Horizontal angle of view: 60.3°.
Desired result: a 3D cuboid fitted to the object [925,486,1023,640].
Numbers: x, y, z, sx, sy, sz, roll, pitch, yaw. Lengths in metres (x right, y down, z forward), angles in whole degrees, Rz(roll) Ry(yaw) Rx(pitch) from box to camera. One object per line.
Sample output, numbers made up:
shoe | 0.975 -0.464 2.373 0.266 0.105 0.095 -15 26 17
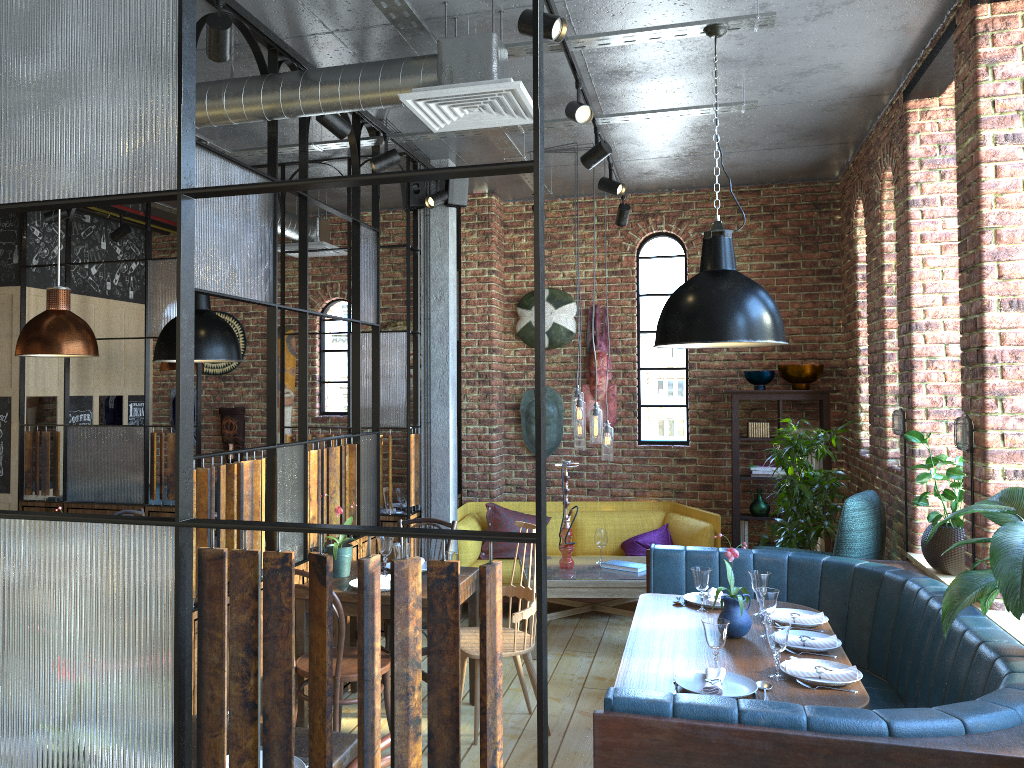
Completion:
object | 1.722 0.493 2.919 0.622 0.752 0.716 -1 -1 13

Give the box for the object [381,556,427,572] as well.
object | -0.562 0.965 4.705 0.334 0.051 0.261 0 0 18

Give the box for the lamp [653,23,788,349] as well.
lamp | 0.850 -0.820 3.656 0.552 1.327 0.506 -1 -2 32

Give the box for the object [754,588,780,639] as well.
object | 1.051 0.946 3.630 0.103 0.192 0.094 -2 -2 44

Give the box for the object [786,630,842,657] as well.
object | 1.170 1.015 3.528 0.277 0.051 0.315 0 0 17

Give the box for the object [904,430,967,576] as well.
object | 2.063 0.549 4.100 0.404 0.663 0.488 -2 -2 38

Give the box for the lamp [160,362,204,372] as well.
lamp | -2.794 -0.775 7.473 0.373 1.336 0.363 -1 -2 7

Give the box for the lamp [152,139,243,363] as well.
lamp | -1.882 -0.797 5.297 0.550 1.327 0.508 -1 -2 27

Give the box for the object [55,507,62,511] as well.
object | -2.131 0.783 4.162 0.140 0.427 0.211 1 -2 -42

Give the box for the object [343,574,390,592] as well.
object | -0.640 0.963 4.275 0.334 0.051 0.261 0 0 18

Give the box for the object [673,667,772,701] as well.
object | 0.711 1.015 2.994 0.334 0.051 0.261 0 0 18

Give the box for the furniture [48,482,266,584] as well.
furniture | -2.963 1.334 7.668 1.479 0.823 1.454 0 -1 14

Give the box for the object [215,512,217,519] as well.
object | -2.552 1.116 7.562 0.334 0.051 0.261 0 0 18

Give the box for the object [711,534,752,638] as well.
object | 0.921 0.828 3.655 0.142 0.431 0.208 -2 -2 33

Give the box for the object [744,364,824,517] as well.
object | 2.068 0.736 6.730 0.620 1.762 0.321 -1 -2 10

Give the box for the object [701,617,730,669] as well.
object | 0.730 0.945 3.155 0.103 0.192 0.094 -2 -2 44

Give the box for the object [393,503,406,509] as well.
object | -0.890 0.981 7.163 0.334 0.051 0.261 0 0 18

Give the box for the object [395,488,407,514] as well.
object | -0.858 0.908 6.828 0.103 0.192 0.094 -1 -2 35

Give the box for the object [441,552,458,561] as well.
object | -0.320 0.928 4.525 0.085 0.119 0.083 0 -1 4

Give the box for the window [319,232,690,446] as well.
window | 1.393 -0.301 4.728 3.336 2.431 8.785 0 -1 -21

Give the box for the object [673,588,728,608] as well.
object | 0.937 1.020 4.205 0.334 0.051 0.261 0 0 18

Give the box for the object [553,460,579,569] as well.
object | 0.356 0.859 5.777 0.171 0.704 0.257 -1 -2 5

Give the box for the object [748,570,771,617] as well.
object | 1.122 0.947 3.983 0.103 0.192 0.094 -2 -2 44

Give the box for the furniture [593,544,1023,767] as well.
furniture | 1.162 1.290 3.480 1.398 0.823 2.548 0 0 13

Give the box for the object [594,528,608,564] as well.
object | 0.604 1.097 5.969 0.087 0.228 0.095 1 -2 -38

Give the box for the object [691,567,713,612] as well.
object | 0.876 0.949 4.066 0.103 0.192 0.094 -2 -2 44

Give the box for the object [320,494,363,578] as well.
object | -0.882 0.779 4.572 0.198 0.427 0.145 1 -2 -42

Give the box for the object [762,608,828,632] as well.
object | 1.244 1.017 3.882 0.277 0.051 0.315 0 0 17

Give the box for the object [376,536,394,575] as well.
object | -0.662 0.894 4.609 0.097 0.192 0.100 0 -2 -10

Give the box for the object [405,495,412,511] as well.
object | -0.809 0.944 6.989 0.080 0.119 0.088 1 -2 -45

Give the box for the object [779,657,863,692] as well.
object | 1.097 1.014 3.141 0.277 0.051 0.315 0 0 17

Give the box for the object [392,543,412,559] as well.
object | -0.548 0.893 4.381 0.094 0.192 0.102 0 -2 -28

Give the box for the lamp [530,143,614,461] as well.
lamp | 0.407 -0.549 5.988 0.526 2.121 0.275 -2 -2 39

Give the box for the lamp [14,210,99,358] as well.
lamp | -2.129 -0.798 4.143 0.361 1.336 0.375 0 -2 -13

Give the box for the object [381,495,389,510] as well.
object | -1.002 0.945 6.974 0.080 0.119 0.088 1 -2 -45

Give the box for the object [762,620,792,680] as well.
object | 0.938 0.943 3.121 0.103 0.192 0.094 -2 -2 44

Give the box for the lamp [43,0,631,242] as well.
lamp | -2.749 -1.321 4.700 6.420 0.274 7.048 0 0 14

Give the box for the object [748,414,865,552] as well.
object | 1.957 0.949 5.896 0.719 1.529 0.866 0 -1 -7

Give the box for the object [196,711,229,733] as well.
object | -0.778 0.917 2.289 0.082 0.119 0.086 0 -1 -17

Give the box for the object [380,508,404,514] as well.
object | -0.937 0.978 6.707 0.334 0.051 0.261 0 0 18
